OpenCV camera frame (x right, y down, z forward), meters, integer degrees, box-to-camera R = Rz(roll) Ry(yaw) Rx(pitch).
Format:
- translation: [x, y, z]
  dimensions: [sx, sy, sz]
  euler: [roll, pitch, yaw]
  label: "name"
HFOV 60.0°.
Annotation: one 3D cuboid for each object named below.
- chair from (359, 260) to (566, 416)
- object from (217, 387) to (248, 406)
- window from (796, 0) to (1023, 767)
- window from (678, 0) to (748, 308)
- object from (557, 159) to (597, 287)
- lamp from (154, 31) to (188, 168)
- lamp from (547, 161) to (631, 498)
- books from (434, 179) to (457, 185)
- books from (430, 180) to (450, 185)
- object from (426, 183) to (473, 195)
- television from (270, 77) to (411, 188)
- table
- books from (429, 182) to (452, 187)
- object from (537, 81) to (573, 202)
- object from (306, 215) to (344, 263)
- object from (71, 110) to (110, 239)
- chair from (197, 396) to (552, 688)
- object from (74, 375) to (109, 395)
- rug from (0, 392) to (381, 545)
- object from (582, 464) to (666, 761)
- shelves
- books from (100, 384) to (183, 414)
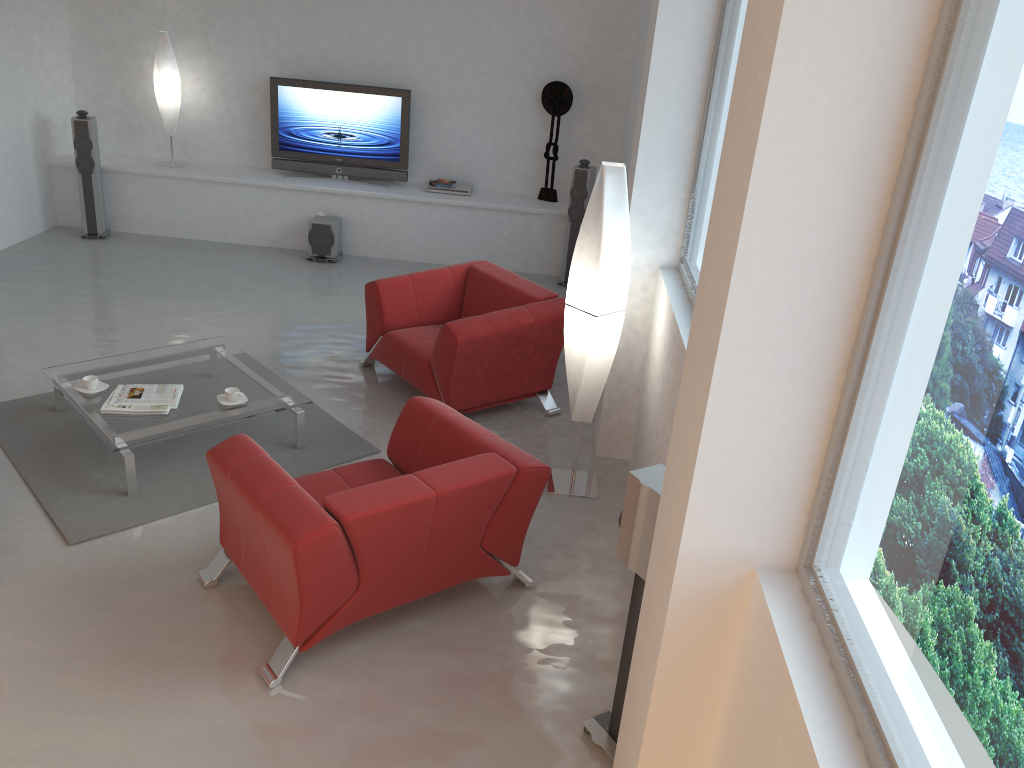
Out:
- translation: [-0.328, -0.310, 5.921]
  dimensions: [0.951, 0.738, 1.288]
  euler: [-12, 29, -35]
  label: "chair"
- translation: [-1.550, 0.065, 4.912]
  dimensions: [0.153, 0.069, 0.153]
  euler: [-9, 27, -29]
  label: "object"
- translation: [0.773, 0.139, 0.810]
  dimensions: [0.100, 1.800, 2.400]
  euler: [6, 24, 1]
  label: "window"
- translation: [0.952, -0.970, 3.374]
  dimensions: [0.100, 1.800, 2.400]
  euler: [6, 24, 1]
  label: "window"
- translation: [0.620, -1.502, 8.279]
  dimensions: [0.255, 1.184, 0.273]
  euler: [12, 25, 15]
  label: "object"
- translation: [-3.328, -2.749, 8.590]
  dimensions: [0.263, 1.239, 0.263]
  euler: [3, 24, -6]
  label: "lamp"
- translation: [0.417, -0.252, 4.647]
  dimensions: [0.313, 1.779, 0.313]
  euler: [3, 24, -6]
  label: "lamp"
- translation: [-0.660, -2.003, 8.784]
  dimensions: [0.190, 0.015, 0.135]
  euler: [10, 24, 11]
  label: "books"
- translation: [-0.711, -1.997, 8.796]
  dimensions: [0.190, 0.015, 0.135]
  euler: [-2, 25, -17]
  label: "books"
- translation: [-0.619, -1.956, 8.833]
  dimensions: [0.430, 0.045, 0.352]
  euler: [6, 24, 1]
  label: "object"
- translation: [-1.684, -2.464, 8.689]
  dimensions: [1.356, 0.919, 0.343]
  euler: [6, 24, 1]
  label: "television"
- translation: [-1.932, 0.132, 5.119]
  dimensions: [1.097, 0.286, 1.162]
  euler: [-15, 31, -39]
  label: "table"
- translation: [-0.712, -1.982, 8.799]
  dimensions: [0.190, 0.015, 0.135]
  euler: [-10, 28, -30]
  label: "books"
- translation: [0.401, -2.344, 8.596]
  dimensions: [0.331, 1.130, 0.108]
  euler: [17, 26, 24]
  label: "object"
- translation: [-1.799, -1.393, 8.530]
  dimensions: [0.336, 0.374, 0.337]
  euler: [6, 24, 1]
  label: "object"
- translation: [-4.001, -1.984, 8.398]
  dimensions: [0.255, 1.184, 0.273]
  euler: [0, 24, -12]
  label: "object"
- translation: [-0.596, 0.572, 3.856]
  dimensions: [1.288, 0.738, 0.951]
  euler: [-12, 29, -35]
  label: "chair"
- translation: [-2.323, -0.001, 4.897]
  dimensions: [0.153, 0.069, 0.153]
  euler: [17, 26, 25]
  label: "object"
- translation: [-1.954, 0.267, 5.170]
  dimensions: [1.700, 0.025, 1.700]
  euler: [-15, 31, -39]
  label: "rug"
- translation: [0.440, 0.817, 3.050]
  dimensions: [0.214, 1.112, 0.229]
  euler: [-10, 28, -30]
  label: "object"
- translation: [-1.727, -1.975, 8.776]
  dimensions: [5.500, 0.050, 0.650]
  euler: [6, 24, 1]
  label: "shelves"
- translation: [-1.997, 0.076, 4.834]
  dimensions: [0.367, 0.035, 0.345]
  euler: [2, 24, -8]
  label: "books"
